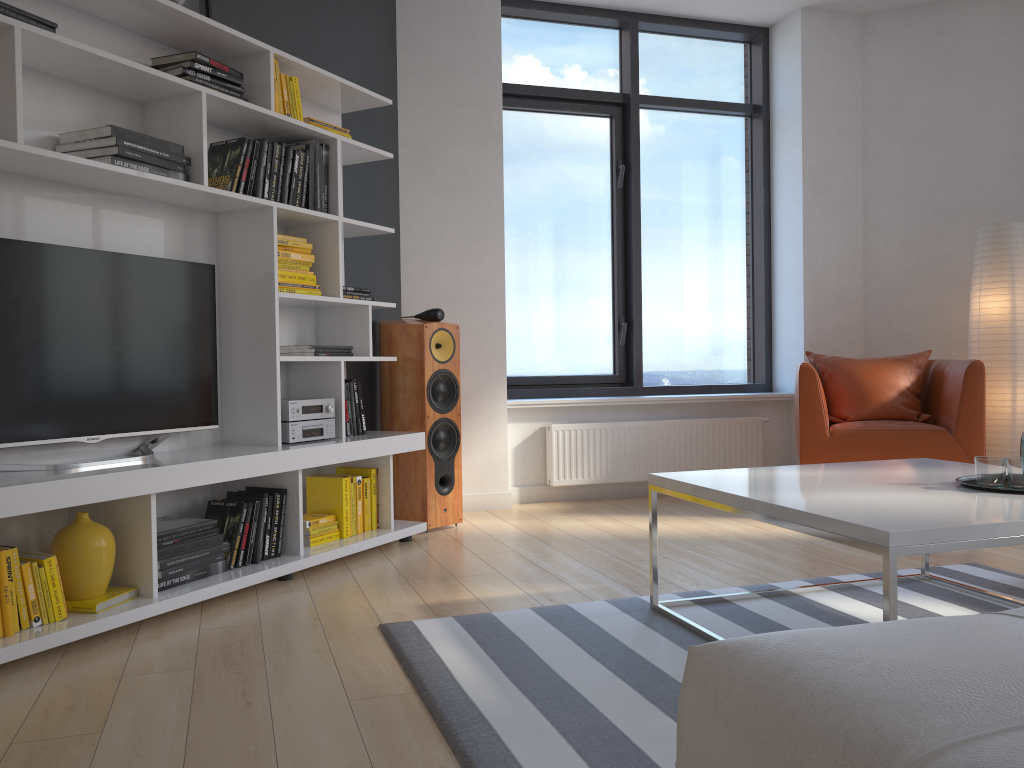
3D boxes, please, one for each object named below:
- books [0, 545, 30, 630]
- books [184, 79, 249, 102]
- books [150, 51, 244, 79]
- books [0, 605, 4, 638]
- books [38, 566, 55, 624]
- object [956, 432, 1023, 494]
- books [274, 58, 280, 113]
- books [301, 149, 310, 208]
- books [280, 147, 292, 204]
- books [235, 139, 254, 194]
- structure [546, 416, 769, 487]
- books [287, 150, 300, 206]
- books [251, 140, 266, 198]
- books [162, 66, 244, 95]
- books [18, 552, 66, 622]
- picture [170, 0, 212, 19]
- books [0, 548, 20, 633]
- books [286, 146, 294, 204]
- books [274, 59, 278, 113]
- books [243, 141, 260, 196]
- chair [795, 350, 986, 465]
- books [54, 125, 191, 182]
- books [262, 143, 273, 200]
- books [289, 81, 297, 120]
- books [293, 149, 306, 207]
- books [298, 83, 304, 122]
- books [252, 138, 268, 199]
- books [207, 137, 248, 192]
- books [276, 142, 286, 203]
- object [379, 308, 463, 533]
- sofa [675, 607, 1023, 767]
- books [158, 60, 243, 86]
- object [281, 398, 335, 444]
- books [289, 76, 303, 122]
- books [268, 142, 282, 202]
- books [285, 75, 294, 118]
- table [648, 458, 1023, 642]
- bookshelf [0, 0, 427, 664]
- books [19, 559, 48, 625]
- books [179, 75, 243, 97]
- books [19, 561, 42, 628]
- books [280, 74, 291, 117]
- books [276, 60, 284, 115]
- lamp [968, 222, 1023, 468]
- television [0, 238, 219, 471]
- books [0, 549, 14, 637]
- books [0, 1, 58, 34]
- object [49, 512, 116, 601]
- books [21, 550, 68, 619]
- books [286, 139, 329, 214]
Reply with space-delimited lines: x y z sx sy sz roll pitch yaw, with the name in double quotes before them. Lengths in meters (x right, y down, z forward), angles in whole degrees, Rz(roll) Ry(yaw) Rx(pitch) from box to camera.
"books" -1.448 0.572 2.510 0.172 0.235 0.056 0 1 26
"books" -1.167 -1.068 3.313 0.214 0.030 0.284 0 1 31
"books" -1.175 -1.174 3.316 0.209 0.030 0.266 0 1 21
"books" -1.480 0.566 2.429 0.185 0.252 0.055 0 1 26
"books" -1.376 0.604 2.556 0.113 0.169 0.049 0 1 26
"object" 1.390 0.147 2.411 0.330 0.265 0.330 -1 1 6
"books" -1.004 -1.172 3.537 0.163 0.224 0.041 0 1 26
"books" -0.940 -0.843 3.711 0.197 0.260 0.066 0 1 27
"books" -0.973 -0.830 3.592 0.172 0.242 0.069 0 1 28
"books" -1.094 -0.821 3.420 0.187 0.234 0.096 0 1 28
"structure" 0.909 0.448 5.365 1.474 0.460 0.110 -1 1 -18
"books" -0.962 -0.833 3.642 0.179 0.243 0.071 0 1 26
"books" -1.041 -0.826 3.467 0.172 0.242 0.069 0 1 28
"books" -1.188 -1.119 3.324 0.214 0.030 0.284 0 1 31
"books" -1.379 0.590 2.585 0.148 0.193 0.067 0 1 28
"picture" -1.498 -1.640 2.963 0.076 0.707 1.279 0 1 27
"books" -1.455 0.572 2.478 0.171 0.235 0.043 0 1 26
"books" -0.986 -0.838 3.625 0.192 0.254 0.075 0 1 26
"books" -0.998 -1.173 3.508 0.161 0.229 0.041 0 1 26
"books" -1.068 -0.822 3.442 0.169 0.233 0.081 0 1 26
"chair" 1.998 0.240 4.837 0.896 0.858 0.843 -1 1 14
"books" -1.324 -0.763 3.038 0.277 0.137 0.343 0 1 22
"books" -1.035 -0.828 3.520 0.179 0.243 0.068 0 1 26
"books" -0.929 -1.142 3.611 0.108 0.161 0.046 0 1 26
"books" -0.955 -0.837 3.681 0.191 0.249 0.084 0 1 27
"books" -0.929 -1.156 3.663 0.142 0.184 0.044 0 1 28
"books" -1.053 -0.834 3.499 0.192 0.254 0.075 0 1 26
"books" -1.106 -0.821 3.388 0.182 0.234 0.104 0 1 27
"books" -1.008 -0.839 3.586 0.197 0.260 0.066 0 1 27
"object" -0.491 0.173 4.455 0.434 1.088 0.290 0 1 42
"sofa" 1.826 0.365 1.809 3.424 0.732 2.614 -1 1 -18
"books" -1.163 -1.147 3.314 0.180 0.026 0.246 0 1 30
"object" -0.927 0.151 3.703 0.270 0.174 0.285 0 1 27
"books" -0.932 -1.155 3.639 0.141 0.184 0.064 0 1 28
"books" -1.022 -0.834 3.555 0.191 0.249 0.084 0 1 27
"books" -0.948 -1.151 3.600 0.128 0.178 0.044 0 1 27
"table" 1.125 0.500 2.494 1.091 0.435 1.091 -1 1 -18
"bookshelf" -1.302 -0.267 2.876 0.455 2.052 3.000 0 1 27
"books" -1.396 0.594 2.544 0.134 0.187 0.046 0 1 27
"books" -1.171 -1.093 3.312 0.189 0.020 0.264 0 1 26
"books" -1.412 0.594 2.529 0.138 0.188 0.056 0 1 27
"books" -0.964 -1.151 3.585 0.132 0.180 0.054 0 1 27
"books" -0.998 -1.172 3.567 0.164 0.224 0.054 0 1 26
"lamp" 2.927 -0.118 4.834 0.804 1.550 0.502 0 1 33
"television" -1.400 -0.092 2.923 0.207 0.704 1.102 0 1 27
"books" -1.448 0.571 2.448 0.169 0.240 0.043 0 1 26
"books" -1.539 -1.058 2.583 0.250 0.047 0.310 0 1 23
"object" -1.323 0.525 2.735 0.185 0.257 0.185 -1 1 5
"books" -1.375 0.589 2.611 0.149 0.193 0.046 0 1 28
"books" -0.921 -0.870 3.810 0.259 0.321 0.128 0 1 27
